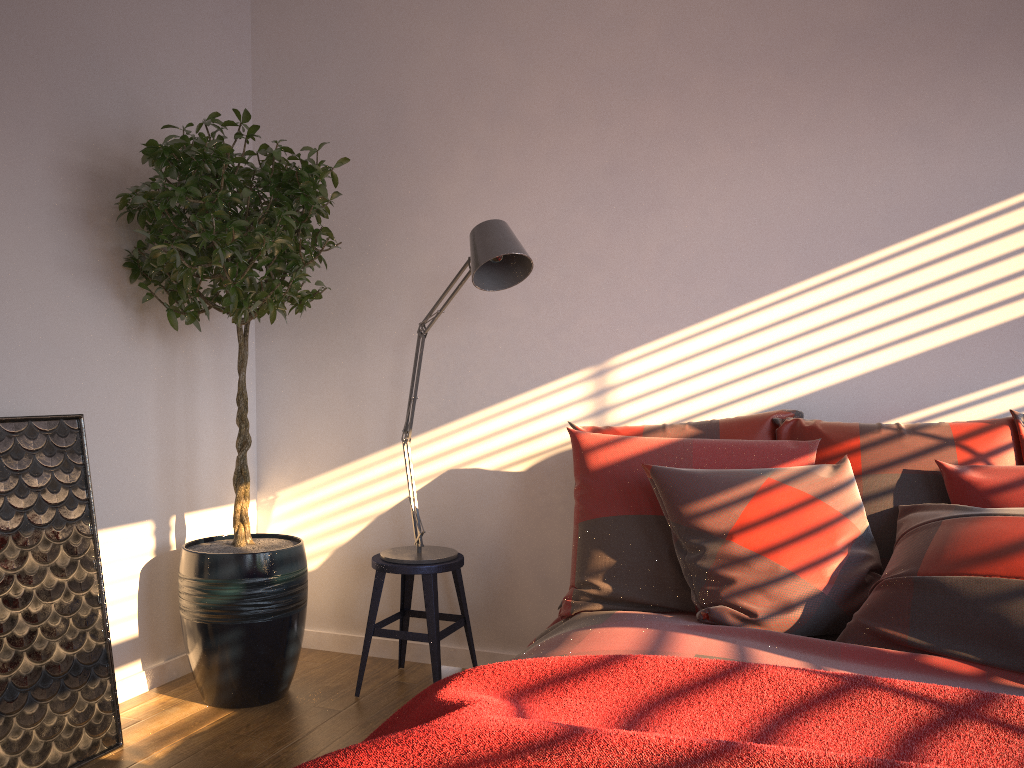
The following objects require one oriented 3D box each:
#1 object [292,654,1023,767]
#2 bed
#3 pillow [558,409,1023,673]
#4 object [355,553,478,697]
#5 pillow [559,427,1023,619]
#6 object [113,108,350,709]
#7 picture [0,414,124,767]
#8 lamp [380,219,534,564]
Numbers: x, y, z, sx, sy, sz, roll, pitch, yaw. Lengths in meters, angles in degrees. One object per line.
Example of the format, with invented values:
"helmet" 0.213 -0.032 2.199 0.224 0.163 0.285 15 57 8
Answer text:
"object" 0.550 0.796 1.150 2.644 0.662 0.682 0 1 22
"bed" 0.813 0.728 1.755 2.035 0.771 2.310 0 0 21
"pillow" 1.039 0.441 2.307 2.141 0.735 1.142 0 1 19
"object" -0.339 0.866 3.220 0.338 0.481 0.341 1 2 21
"pillow" 0.976 0.412 2.365 1.814 0.553 0.527 0 2 22
"object" -0.989 0.098 3.077 0.812 2.025 0.799 1 3 24
"picture" -1.465 0.605 2.241 0.210 1.029 1.023 1 2 21
"lamp" -0.214 0.062 2.959 0.279 1.130 0.787 -1 3 -29
